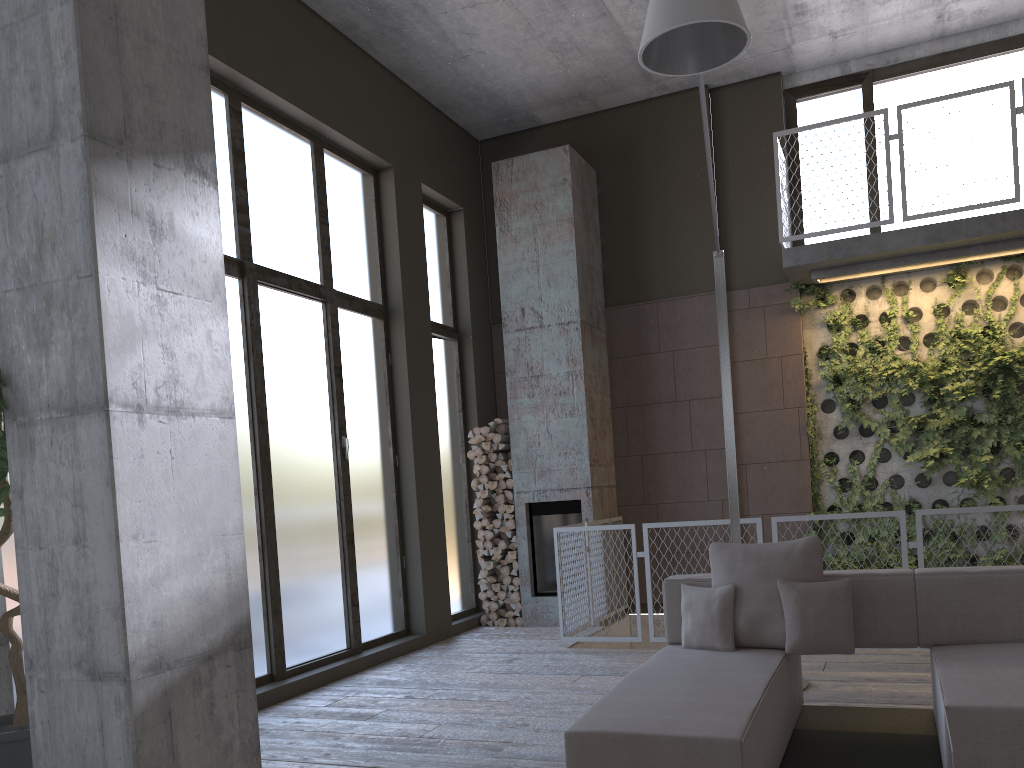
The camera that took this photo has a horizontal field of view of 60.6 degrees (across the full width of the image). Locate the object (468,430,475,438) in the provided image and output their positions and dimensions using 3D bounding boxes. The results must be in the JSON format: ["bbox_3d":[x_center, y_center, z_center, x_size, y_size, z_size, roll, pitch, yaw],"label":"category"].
[{"bbox_3d":[-0.331,0.515,8.915,0.067,0.068,0.424,-5,-7,22],"label":"object"}]

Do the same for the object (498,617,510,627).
[{"bbox_3d":[-0.004,2.395,8.921,0.094,0.083,0.480,-5,-7,22],"label":"object"}]

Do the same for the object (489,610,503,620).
[{"bbox_3d":[-0.108,2.338,8.972,0.093,0.093,0.438,-5,-7,22],"label":"object"}]

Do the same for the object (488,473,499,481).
[{"bbox_3d":[-0.120,0.945,8.930,0.101,0.086,0.363,-5,-7,22],"label":"object"}]

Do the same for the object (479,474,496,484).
[{"bbox_3d":[-0.200,0.967,8.938,0.093,0.093,0.438,-5,-7,22],"label":"object"}]

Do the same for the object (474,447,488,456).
[{"bbox_3d":[-0.245,0.690,8.881,0.091,0.089,0.456,-5,-7,22],"label":"object"}]

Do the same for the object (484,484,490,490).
[{"bbox_3d":[-0.163,1.042,8.919,0.067,0.067,0.423,-5,-7,22],"label":"object"}]

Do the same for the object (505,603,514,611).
[{"bbox_3d":[0.035,2.255,8.971,0.104,0.102,0.292,-5,-6,22],"label":"object"}]

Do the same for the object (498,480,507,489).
[{"bbox_3d":[-0.011,1.015,8.871,0.091,0.089,0.456,-5,-7,22],"label":"object"}]

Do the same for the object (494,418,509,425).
[{"bbox_3d":[-0.075,0.384,8.850,0.088,0.055,0.333,-6,-7,22],"label":"object"}]

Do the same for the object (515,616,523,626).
[{"bbox_3d":[0.158,2.368,8.865,0.092,0.092,0.438,-5,-7,22],"label":"object"}]

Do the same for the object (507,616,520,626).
[{"bbox_3d":[0.081,2.386,8.904,0.091,0.089,0.456,-5,-7,22],"label":"object"}]

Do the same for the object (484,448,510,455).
[{"bbox_3d":[-0.142,0.687,8.869,0.115,0.079,0.436,-6,-7,22],"label":"object"}]

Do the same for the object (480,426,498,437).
[{"bbox_3d":[-0.212,0.484,8.802,0.104,0.102,0.292,-5,-6,22],"label":"object"}]

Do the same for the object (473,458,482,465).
[{"bbox_3d":[-0.275,0.783,8.908,0.067,0.067,0.423,-5,-7,22],"label":"object"}]

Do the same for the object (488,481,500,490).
[{"bbox_3d":[-0.096,1.024,8.887,0.094,0.083,0.480,-5,-7,22],"label":"object"}]

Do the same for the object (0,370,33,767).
[{"bbox_3d":[-1.713,0.492,2.830,0.998,1.862,0.970,-4,0,-11],"label":"object"}]

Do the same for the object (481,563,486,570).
[{"bbox_3d":[-0.202,1.841,8.933,0.067,0.067,0.423,-5,-7,22],"label":"object"}]

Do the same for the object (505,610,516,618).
[{"bbox_3d":[0.062,2.316,8.914,0.115,0.079,0.436,-6,-7,22],"label":"object"}]

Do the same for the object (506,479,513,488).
[{"bbox_3d":[0.066,0.997,8.832,0.092,0.092,0.438,-5,-7,22],"label":"object"}]

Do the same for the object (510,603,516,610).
[{"bbox_3d":[0.089,2.229,8.870,0.067,0.084,0.426,-5,-7,21],"label":"object"}]

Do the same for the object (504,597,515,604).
[{"bbox_3d":[0.047,2.166,8.871,0.122,0.067,0.364,-6,-7,24],"label":"object"}]

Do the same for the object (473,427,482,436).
[{"bbox_3d":[-0.263,0.496,8.916,0.091,0.090,0.456,-5,-7,21],"label":"object"}]

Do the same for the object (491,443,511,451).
[{"bbox_3d":[-0.091,0.638,8.830,0.067,0.066,0.423,-5,-7,22],"label":"object"}]

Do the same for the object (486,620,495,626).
[{"bbox_3d":[-0.145,2.420,8.985,0.067,0.067,0.423,-5,-7,22],"label":"object"}]

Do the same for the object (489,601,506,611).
[{"bbox_3d":[-0.124,2.230,8.892,0.099,0.106,0.294,-5,-6,24],"label":"object"}]

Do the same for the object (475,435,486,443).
[{"bbox_3d":[-0.234,0.561,8.864,0.113,0.079,0.436,-6,-7,22],"label":"object"}]

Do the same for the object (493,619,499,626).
[{"bbox_3d":[-0.071,2.413,8.953,0.067,0.067,0.423,-5,-7,22],"label":"object"}]

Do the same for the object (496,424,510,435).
[{"bbox_3d":[-0.056,0.464,8.879,0.100,0.107,0.294,-5,-6,24],"label":"object"}]

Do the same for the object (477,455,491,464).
[{"bbox_3d":[-0.208,0.765,8.875,0.094,0.083,0.480,-5,-7,22],"label":"object"}]

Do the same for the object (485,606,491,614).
[{"bbox_3d":[-0.207,2.274,8.887,0.045,0.072,0.251,-4,-6,22],"label":"object"}]

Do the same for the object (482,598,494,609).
[{"bbox_3d":[-0.193,2.235,8.970,0.101,0.102,0.293,-5,-6,24],"label":"object"}]

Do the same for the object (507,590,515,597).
[{"bbox_3d":[0.058,2.102,8.893,0.067,0.071,0.424,-5,-7,22],"label":"object"}]

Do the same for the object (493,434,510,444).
[{"bbox_3d":[-0.063,0.554,8.807,0.094,0.092,0.438,-5,-7,22],"label":"object"}]

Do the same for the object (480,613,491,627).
[{"bbox_3d":[-0.221,2.397,8.977,0.064,0.124,0.364,-4,-6,22],"label":"object"}]

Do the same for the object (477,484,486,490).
[{"bbox_3d":[-0.238,1.049,8.952,0.067,0.067,0.423,-5,-7,22],"label":"object"}]

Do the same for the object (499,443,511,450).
[{"bbox_3d":[-0.018,0.629,8.798,0.066,0.067,0.423,-5,-7,22],"label":"object"}]

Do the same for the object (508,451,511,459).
[{"bbox_3d":[0.064,0.718,8.883,0.100,0.102,0.293,-5,-6,24],"label":"object"}]

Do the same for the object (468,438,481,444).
[{"bbox_3d":[-0.309,0.586,8.939,0.123,0.068,0.364,-6,-7,24],"label":"object"}]

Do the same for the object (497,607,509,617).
[{"bbox_3d":[-0.028,2.316,8.964,0.101,0.086,0.363,-5,-7,22],"label":"object"}]

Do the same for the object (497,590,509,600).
[{"bbox_3d":[-0.017,2.117,8.894,0.091,0.089,0.456,-5,-7,21],"label":"object"}]

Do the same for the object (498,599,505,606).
[{"bbox_3d":[-0.043,2.191,8.916,0.064,0.074,0.360,-5,-7,21],"label":"object"}]

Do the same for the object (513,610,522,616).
[{"bbox_3d":[0.123,2.282,8.865,0.071,0.072,0.423,-5,-7,22],"label":"object"}]

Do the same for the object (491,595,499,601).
[{"bbox_3d":[-0.112,2.157,8.916,0.089,0.056,0.333,-6,-7,22],"label":"object"}]

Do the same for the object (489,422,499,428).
[{"bbox_3d":[-0.139,0.426,8.852,0.065,0.073,0.360,-5,-7,21],"label":"object"}]

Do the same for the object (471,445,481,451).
[{"bbox_3d":[-0.296,0.656,8.924,0.066,0.086,0.426,-5,-7,21],"label":"object"}]

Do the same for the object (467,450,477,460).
[{"bbox_3d":[-0.322,0.725,8.921,0.092,0.092,0.438,-5,-7,22],"label":"object"}]

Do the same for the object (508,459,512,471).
[{"bbox_3d":[0.059,0.814,8.814,0.064,0.125,0.365,-4,-6,22],"label":"object"}]

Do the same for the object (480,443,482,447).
[{"bbox_3d":[-0.211,0.628,8.976,0.072,0.071,0.423,-5,-7,22],"label":"object"}]
